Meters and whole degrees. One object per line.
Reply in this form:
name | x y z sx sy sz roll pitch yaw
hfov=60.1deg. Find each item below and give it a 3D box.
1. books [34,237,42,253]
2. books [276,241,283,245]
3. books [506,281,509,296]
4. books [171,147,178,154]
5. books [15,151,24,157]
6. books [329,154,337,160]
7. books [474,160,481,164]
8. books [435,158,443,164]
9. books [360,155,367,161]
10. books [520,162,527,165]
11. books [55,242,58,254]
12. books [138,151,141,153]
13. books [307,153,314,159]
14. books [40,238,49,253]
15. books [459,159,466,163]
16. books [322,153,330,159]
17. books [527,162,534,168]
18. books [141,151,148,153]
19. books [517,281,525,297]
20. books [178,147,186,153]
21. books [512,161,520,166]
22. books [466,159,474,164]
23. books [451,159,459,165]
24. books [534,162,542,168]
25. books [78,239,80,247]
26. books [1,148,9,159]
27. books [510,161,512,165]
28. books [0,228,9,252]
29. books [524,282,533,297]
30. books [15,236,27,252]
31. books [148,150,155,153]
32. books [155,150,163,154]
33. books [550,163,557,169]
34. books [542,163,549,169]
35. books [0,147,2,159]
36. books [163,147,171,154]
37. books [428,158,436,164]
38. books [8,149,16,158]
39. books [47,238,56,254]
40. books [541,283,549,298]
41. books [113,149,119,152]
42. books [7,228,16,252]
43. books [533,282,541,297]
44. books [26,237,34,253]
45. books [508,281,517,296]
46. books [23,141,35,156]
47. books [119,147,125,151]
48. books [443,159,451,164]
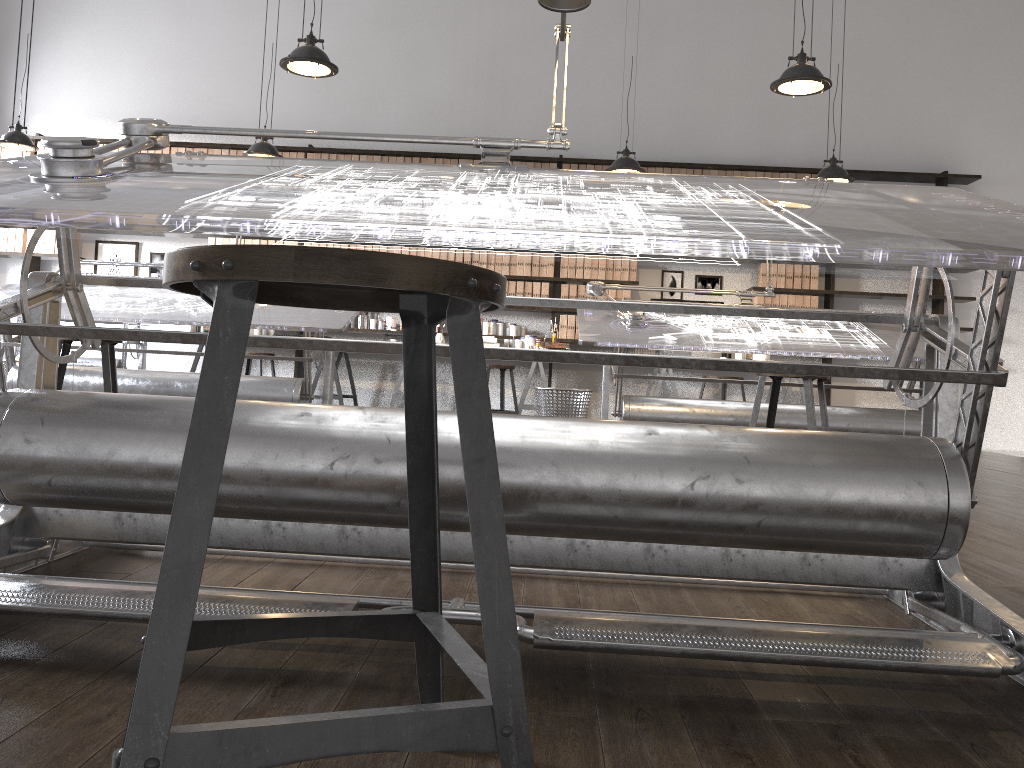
books | -4.388 -1.320 8.286 0.067 0.226 0.174 3 -1 2
books | -2.129 -1.202 8.198 0.067 0.226 0.174 3 -1 2
books | -0.071 -0.824 8.098 0.067 0.226 0.174 3 -1 2
books | -3.125 -2.079 8.277 0.067 0.226 0.174 3 -1 2
books | -4.585 -2.160 8.331 0.067 0.226 0.174 3 -1 2
books | -1.644 -2.001 8.214 0.067 0.226 0.174 3 -1 2
books | -0.318 -1.932 8.157 0.067 0.226 0.174 3 -1 2
books | -0.666 -1.951 8.174 0.067 0.226 0.174 3 -1 2
books | -1.362 -1.987 8.202 0.067 0.226 0.174 3 -1 2
books | 0.099 -1.911 8.145 0.067 0.226 0.174 3 -1 2
books | -4.189 -1.309 8.282 0.067 0.226 0.174 3 -1 2
books | -3.475 -2.097 8.284 0.067 0.226 0.174 3 -1 2
books | -1.852 -2.012 8.223 0.067 0.226 0.174 3 -1 2
books | -4.325 -1.317 8.285 0.067 0.226 0.174 3 -1 2
books | -0.453 -1.940 8.167 0.067 0.226 0.174 3 -1 2
books | -1.716 -2.005 8.213 0.067 0.226 0.174 3 -1 2
books | 0.166 -1.907 8.138 0.067 0.226 0.174 3 -1 2
books | -3.402 -2.093 8.281 0.067 0.226 0.174 3 -1 2
books | 0.075 -0.816 8.091 0.067 0.226 0.174 3 -1 2
books | -3.054 -2.075 8.269 0.067 0.226 0.174 3 -1 2
books | 0.037 -1.914 8.146 0.067 0.226 0.174 3 -1 2
books | -0.390 -1.936 8.160 0.067 0.226 0.174 3 -1 2
books | -0.527 -1.943 8.171 0.067 0.226 0.174 3 -1 2
books | 0.233 -1.904 8.141 0.067 0.226 0.174 3 -1 2
books | -4.119 -1.306 8.277 0.067 0.226 0.174 3 -1 2
books | -4.724 -2.168 8.342 0.067 0.226 0.174 3 -1 2
books | -0.036 -1.918 8.147 0.067 0.226 0.174 3 -1 2
books | -4.709 -1.336 8.295 0.067 0.226 0.174 3 -1 2
books | 0.149 -0.812 8.094 0.067 0.226 0.174 3 -1 2
books | -4.564 -1.329 8.293 0.067 0.226 0.174 3 -1 2
books | -3.339 -2.090 8.283 0.067 0.226 0.174 3 -1 2
books | -3.274 -2.086 8.283 0.067 0.226 0.174 3 -1 2
books | 0.375 -1.896 8.131 0.067 0.226 0.174 3 -1 2
books | 0.304 -1.900 8.138 0.067 0.226 0.174 3 -1 2
books | -4.794 -2.171 8.341 0.067 0.226 0.174 3 -1 2
books | -3.200 -2.082 8.274 0.067 0.226 0.174 3 -1 2
books | -0.739 -1.954 8.174 0.067 0.226 0.174 3 -1 2
books | -4.655 -2.164 8.337 0.067 0.226 0.174 3 -1 2
books | -4.258 -1.313 8.278 0.067 0.226 0.174 3 -1 2
books | 0.302 -0.804 8.084 0.067 0.226 0.174 3 -1 2
books | -3.686 -2.108 8.298 0.067 0.226 0.174 3 -1 2
books | -4.636 -1.333 8.293 0.067 0.226 0.174 3 -1 2
books | 0.224 -0.808 8.086 0.067 0.226 0.174 3 -1 2
books | -4.460 -1.324 8.287 0.067 0.226 0.174 3 -1 2
books | 0.000 -0.820 8.100 0.067 0.226 0.174 3 -1 2
books | -4.512 -2.156 8.330 0.067 0.226 0.174 3 -1 2
books | -3.616 -2.104 8.297 0.067 0.226 0.174 3 -1 2
books | -0.597 -1.947 8.175 0.067 0.226 0.174 3 -1 2
